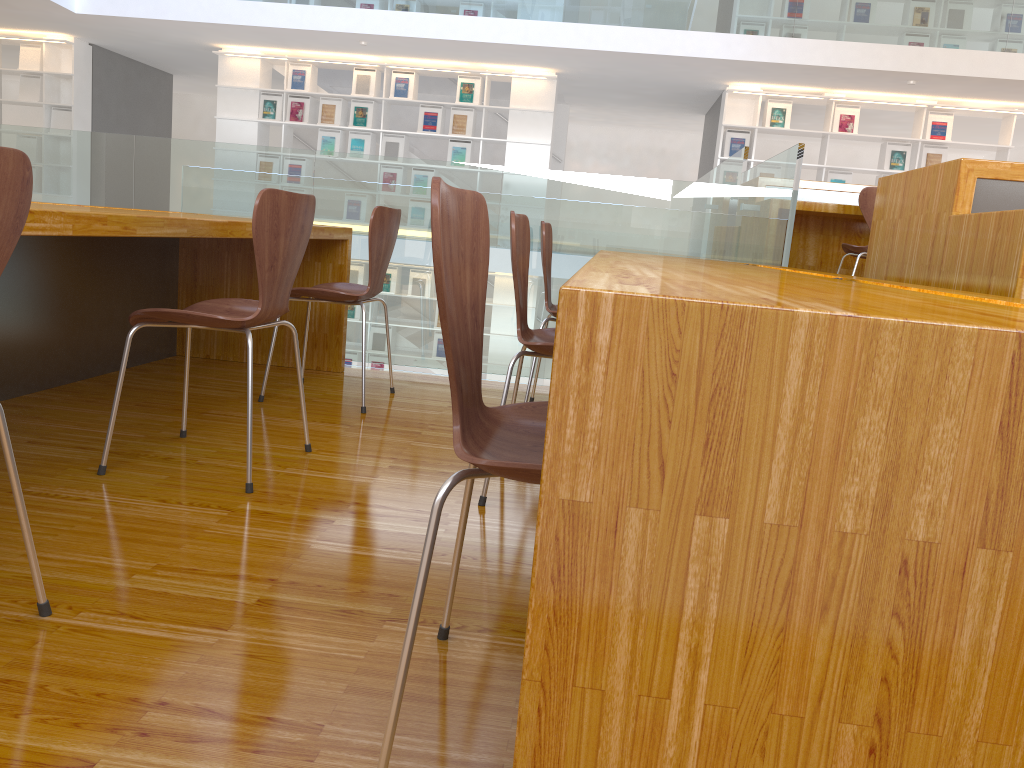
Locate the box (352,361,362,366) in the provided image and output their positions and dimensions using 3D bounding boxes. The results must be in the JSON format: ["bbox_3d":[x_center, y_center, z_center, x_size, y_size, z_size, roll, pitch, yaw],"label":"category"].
[{"bbox_3d":[-1.849,-0.235,10.042,0.245,0.296,0.274,6,10,5],"label":"box"}]

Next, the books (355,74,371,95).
[{"bbox_3d":[-1.586,-3.181,9.436,0.145,0.210,0.037,6,10,5],"label":"books"}]

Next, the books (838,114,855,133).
[{"bbox_3d":[3.412,-2.639,9.047,0.145,0.210,0.037,6,10,5],"label":"books"}]

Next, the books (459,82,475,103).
[{"bbox_3d":[-0.476,-3.063,9.334,0.145,0.210,0.037,6,10,5],"label":"books"}]

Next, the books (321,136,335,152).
[{"bbox_3d":[-1.988,-2.566,9.578,0.145,0.210,0.037,6,10,5],"label":"books"}]

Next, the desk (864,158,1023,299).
[{"bbox_3d":[2.781,-0.099,2.474,3.194,0.762,1.247,6,10,5],"label":"desk"}]

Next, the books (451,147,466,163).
[{"bbox_3d":[-0.570,-2.416,9.447,0.145,0.210,0.037,6,10,5],"label":"books"}]

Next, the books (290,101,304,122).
[{"bbox_3d":[-2.317,-2.933,9.558,0.145,0.210,0.037,6,10,5],"label":"books"}]

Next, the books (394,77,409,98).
[{"bbox_3d":[-1.170,-3.138,9.398,0.145,0.210,0.037,6,10,5],"label":"books"}]

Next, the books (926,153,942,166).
[{"bbox_3d":[4.284,-2.234,9.016,0.145,0.210,0.037,6,10,5],"label":"books"}]

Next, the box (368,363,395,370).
[{"bbox_3d":[-1.478,-0.196,10.008,0.245,0.296,0.274,6,10,5],"label":"box"}]

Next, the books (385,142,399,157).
[{"bbox_3d":[-1.291,-2.488,9.514,0.145,0.210,0.037,6,10,5],"label":"books"}]

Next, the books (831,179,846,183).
[{"bbox_3d":[3.355,-2.006,9.154,0.145,0.210,0.037,6,10,5],"label":"books"}]

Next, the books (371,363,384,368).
[{"bbox_3d":[-1.507,-0.144,9.914,0.145,0.210,0.037,6,10,5],"label":"books"}]

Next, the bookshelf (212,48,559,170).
[{"bbox_3d":[-1.413,-2.544,9.624,3.666,1.836,0.498,6,10,5],"label":"bookshelf"}]

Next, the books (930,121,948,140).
[{"bbox_3d":[4.312,-2.544,8.964,0.145,0.210,0.037,6,10,5],"label":"books"}]

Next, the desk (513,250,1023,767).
[{"bbox_3d":[0.543,0.034,2.112,0.760,0.606,3.356,6,10,5],"label":"desk"}]

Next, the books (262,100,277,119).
[{"bbox_3d":[-2.620,-2.961,9.588,0.145,0.210,0.037,6,10,5],"label":"books"}]

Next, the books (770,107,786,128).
[{"bbox_3d":[2.732,-2.726,9.107,0.145,0.210,0.037,6,10,5],"label":"books"}]

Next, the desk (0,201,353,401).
[{"bbox_3d":[-1.496,0.038,2.246,1.248,1.022,3.216,6,10,5],"label":"desk"}]

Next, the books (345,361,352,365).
[{"bbox_3d":[-1.871,-0.183,9.947,0.145,0.210,0.037,6,10,5],"label":"books"}]

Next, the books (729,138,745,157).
[{"bbox_3d":[2.334,-2.441,9.192,0.145,0.210,0.037,6,10,5],"label":"books"}]

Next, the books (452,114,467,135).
[{"bbox_3d":[-0.556,-2.745,9.396,0.145,0.210,0.037,6,10,5],"label":"books"}]

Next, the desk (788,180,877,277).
[{"bbox_3d":[3.037,-0.703,5.271,3.196,0.757,1.248,6,10,5],"label":"desk"}]

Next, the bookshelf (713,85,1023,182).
[{"bbox_3d":[3.601,-2.014,9.160,2.984,1.836,0.498,6,10,5],"label":"bookshelf"}]

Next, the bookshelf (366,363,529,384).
[{"bbox_3d":[-1.590,-0.528,10.016,3.666,1.836,0.397,6,10,5],"label":"bookshelf"}]

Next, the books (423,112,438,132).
[{"bbox_3d":[-0.868,-2.781,9.425,0.145,0.210,0.037,6,10,5],"label":"books"}]

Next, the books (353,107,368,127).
[{"bbox_3d":[-1.622,-2.857,9.491,0.145,0.210,0.037,6,10,5],"label":"books"}]

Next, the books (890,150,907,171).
[{"bbox_3d":[3.937,-2.271,9.048,0.145,0.210,0.037,6,10,5],"label":"books"}]

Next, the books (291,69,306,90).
[{"bbox_3d":[-2.287,-3.257,9.500,0.145,0.210,0.037,6,10,5],"label":"books"}]

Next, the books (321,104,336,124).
[{"bbox_3d":[-1.974,-2.895,9.527,0.145,0.210,0.037,6,10,5],"label":"books"}]

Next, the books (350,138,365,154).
[{"bbox_3d":[-1.666,-2.535,9.551,0.145,0.210,0.037,6,10,5],"label":"books"}]

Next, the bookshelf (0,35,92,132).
[{"bbox_3d":[-6.332,-3.064,10.073,2.984,1.836,0.498,6,10,5],"label":"bookshelf"}]
